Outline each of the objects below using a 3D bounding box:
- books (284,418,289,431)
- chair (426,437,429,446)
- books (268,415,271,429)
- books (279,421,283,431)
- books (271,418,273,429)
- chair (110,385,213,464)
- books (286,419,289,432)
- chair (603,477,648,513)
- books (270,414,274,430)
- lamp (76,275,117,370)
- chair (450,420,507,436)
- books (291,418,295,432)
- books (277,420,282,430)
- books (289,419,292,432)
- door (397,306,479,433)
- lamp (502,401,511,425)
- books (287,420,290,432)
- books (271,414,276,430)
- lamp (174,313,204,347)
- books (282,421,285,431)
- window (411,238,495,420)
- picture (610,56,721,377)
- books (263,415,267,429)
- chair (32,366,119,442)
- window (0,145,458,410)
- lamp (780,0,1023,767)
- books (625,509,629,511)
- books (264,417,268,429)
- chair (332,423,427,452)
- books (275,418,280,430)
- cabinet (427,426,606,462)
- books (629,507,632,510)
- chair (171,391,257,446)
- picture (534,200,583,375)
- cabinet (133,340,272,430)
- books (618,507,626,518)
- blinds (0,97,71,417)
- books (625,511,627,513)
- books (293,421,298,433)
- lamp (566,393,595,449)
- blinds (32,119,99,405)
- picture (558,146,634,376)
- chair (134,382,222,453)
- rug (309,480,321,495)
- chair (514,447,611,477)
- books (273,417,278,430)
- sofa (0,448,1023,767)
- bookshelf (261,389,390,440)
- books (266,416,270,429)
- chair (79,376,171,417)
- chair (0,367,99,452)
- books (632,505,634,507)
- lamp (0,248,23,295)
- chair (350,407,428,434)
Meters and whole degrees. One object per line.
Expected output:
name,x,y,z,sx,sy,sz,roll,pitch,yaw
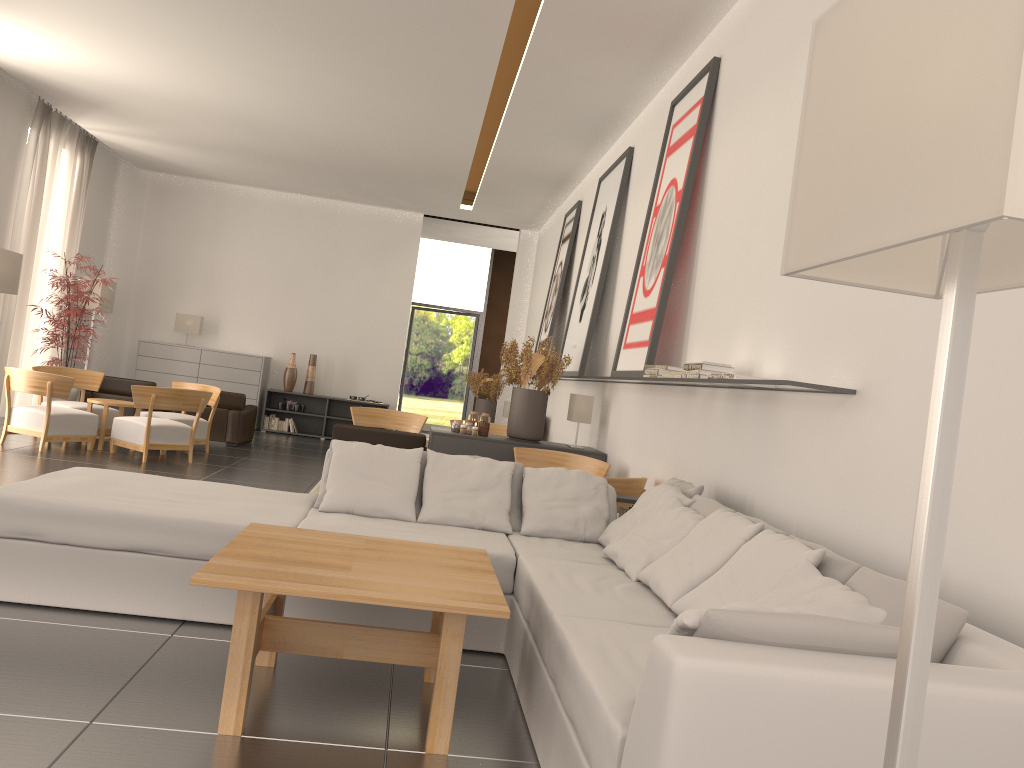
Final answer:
books,-5.727,1.032,22.503,0.054,0.329,0.187,8,-1,-6
chair,-0.835,1.183,19.822,2.419,1.486,1.300,8,-1,-16
books,-6.120,0.964,22.449,0.039,0.358,0.210,8,-1,-6
books,-5.844,1.056,22.500,0.054,0.249,0.167,8,-1,-6
books,-6.064,0.999,22.453,0.017,0.302,0.215,8,-1,-6
chair,-5.817,0.626,14.622,1.152,1.227,1.450,7,-1,39
books,-5.686,1.040,22.474,0.019,0.325,0.254,8,-1,-6
chair,0.700,1.503,9.344,1.152,1.227,1.450,7,-1,39
books,-6.082,0.955,22.449,0.029,0.385,0.219,8,-1,-6
lamp,-10.058,-0.925,21.113,0.907,3.180,1.000,8,-1,-6
chair,-0.494,1.346,16.372,1.451,1.227,1.151,8,-1,-6
books,-5.557,1.044,22.497,0.138,0.355,0.236,8,-1,-6
books,-5.898,1.049,22.494,0.054,0.249,0.167,8,-1,-6
books,-5.595,1.055,22.485,0.130,0.322,0.252,8,-1,-6
door,-2.567,-0.413,30.398,2.378,4.271,0.100,8,-1,9
lamp,-0.085,0.814,21.801,0.257,0.756,0.514,8,-1,-6
books,-5.668,1.052,22.483,0.017,0.305,0.239,8,-1,-6
books,-6.028,0.963,22.448,0.039,0.384,0.232,8,-1,-6
lamp,-8.293,-1.371,22.700,0.619,0.796,0.309,8,-1,-6
books,-5.788,1.064,22.506,0.054,0.249,0.167,8,-1,-6
window,-6.060,-2.462,29.722,10.306,7.384,0.100,8,-1,-6
picture,1.716,-1.776,10.161,0.384,3.495,1.600,8,-1,-6
books,-6.240,0.957,22.415,0.022,0.339,0.253,8,-1,-6
chair,-7.797,0.359,15.851,1.152,1.227,1.450,7,-1,29
window,0.269,-3.443,24.418,99.090,20.590,48.624,8,0,-6
lamp,0.978,0.539,2.126,0.907,3.180,1.000,8,-1,-6
books,1.084,1.306,8.353,0.028,0.222,0.175,8,-1,-6
books,-6.208,0.978,22.432,0.048,0.305,0.226,8,-1,-6
chair,-2.101,1.198,13.847,1.537,1.076,1.499,8,0,-6
books,-5.945,1.011,22.451,0.054,0.311,0.244,8,-1,-6
cabinet,-0.035,1.402,12.551,2.399,1.240,1.120,8,-1,-6
books,1.116,1.294,8.344,0.028,0.254,0.149,8,-1,-6
chair,-6.262,0.641,18.601,1.537,1.076,1.499,8,0,-6
picture,0.867,-1.875,17.997,0.384,3.495,1.600,8,-1,-6
cabinet,-7.892,0.032,22.551,3.079,1.877,1.040,8,-1,-6
books,1.028,1.289,8.349,0.015,0.241,0.180,8,-1,-6
blinds,-9.835,-2.542,18.042,0.415,6.434,1.549,8,-1,-2
books,1.053,1.305,8.342,0.034,0.217,0.161,8,-1,-6
books,-5.502,1.082,22.494,0.142,0.290,0.252,8,-1,-6
lamp,0.953,0.530,12.649,0.257,0.758,0.514,8,-1,-6
blinds,-10.015,-2.563,19.726,0.417,6.434,1.550,8,-1,-10
picture,1.279,-1.827,14.197,0.384,3.495,2.193,8,-1,-6
chair,-6.136,0.586,16.299,1.453,1.227,1.149,7,-1,34
rug,-1.227,1.866,15.094,3.999,0.010,3.558,8,0,-6
chair,0.382,1.463,11.021,1.453,1.227,1.149,7,-1,34
books,-5.992,1.001,22.450,0.039,0.318,0.236,8,-1,-6
sofa,-0.918,1.276,5.458,5.524,1.205,5.604,8,0,-6
bookshelf,-4.757,0.865,22.760,3.079,1.079,0.740,8,-1,-6
books,-6.161,0.981,22.427,0.039,0.313,0.246,8,-1,-6
chair,-8.022,0.401,18.412,1.537,1.076,1.499,8,0,-6
chair,-7.429,0.405,14.232,1.453,1.227,1.149,8,-1,19
books,1.142,1.288,8.350,0.021,0.274,0.156,8,-1,-6
lamp,-9.498,-0.859,15.944,0.907,3.180,1.000,8,-1,-6
chair,-2.325,1.095,16.175,1.451,1.227,1.151,8,-1,-6
